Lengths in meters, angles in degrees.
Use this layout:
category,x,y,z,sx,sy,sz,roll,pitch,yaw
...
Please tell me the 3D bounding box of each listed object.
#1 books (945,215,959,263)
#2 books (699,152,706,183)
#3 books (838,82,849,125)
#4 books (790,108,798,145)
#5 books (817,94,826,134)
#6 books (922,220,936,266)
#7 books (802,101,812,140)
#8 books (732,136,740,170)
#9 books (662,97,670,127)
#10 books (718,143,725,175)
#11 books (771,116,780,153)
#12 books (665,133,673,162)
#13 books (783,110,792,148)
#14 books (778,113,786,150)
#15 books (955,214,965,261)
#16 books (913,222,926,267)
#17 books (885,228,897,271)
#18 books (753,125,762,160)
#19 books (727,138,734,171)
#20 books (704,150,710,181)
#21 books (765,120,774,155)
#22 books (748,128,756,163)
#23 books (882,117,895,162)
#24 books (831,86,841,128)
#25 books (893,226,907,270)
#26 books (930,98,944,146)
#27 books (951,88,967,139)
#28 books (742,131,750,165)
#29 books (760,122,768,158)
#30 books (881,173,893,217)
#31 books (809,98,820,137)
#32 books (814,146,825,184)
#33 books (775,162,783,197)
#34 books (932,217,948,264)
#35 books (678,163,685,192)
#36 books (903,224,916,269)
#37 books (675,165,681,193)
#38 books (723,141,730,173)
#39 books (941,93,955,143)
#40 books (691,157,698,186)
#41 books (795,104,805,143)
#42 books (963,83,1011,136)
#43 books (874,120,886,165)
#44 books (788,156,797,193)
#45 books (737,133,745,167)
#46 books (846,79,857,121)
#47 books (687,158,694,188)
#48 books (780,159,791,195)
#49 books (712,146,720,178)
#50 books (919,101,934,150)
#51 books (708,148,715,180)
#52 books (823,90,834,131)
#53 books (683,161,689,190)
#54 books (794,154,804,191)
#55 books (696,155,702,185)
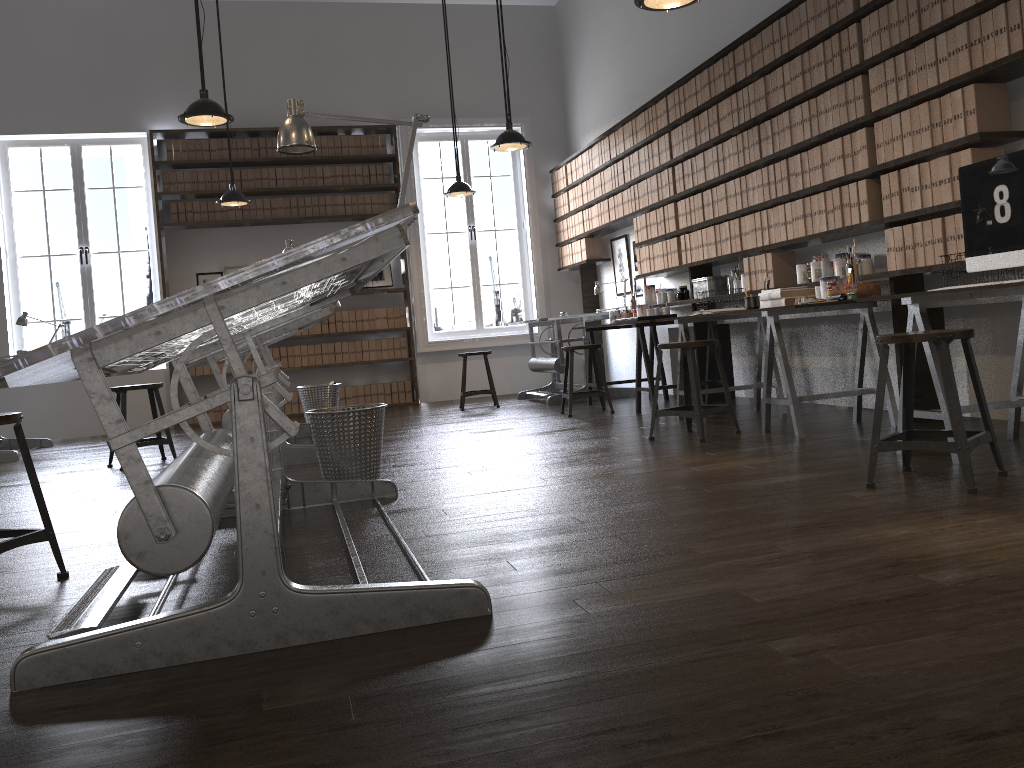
category,x,y,z,sx,sy,sz,roll,pitch,yaw
books,2.121,-0.676,4.128,0.175,0.225,0.066,-5,0,-14
books,1.458,-1.565,6.419,0.175,0.226,0.067,-5,0,-14
books,1.871,-1.516,4.806,0.175,0.226,0.067,-5,0,-14
books,1.756,-1.531,5.276,0.175,0.225,0.066,-5,0,-14
books,1.827,-1.523,5.009,0.174,0.225,0.066,-5,0,-14
books,2.084,-0.680,4.272,0.175,0.225,0.066,-5,0,-14
books,1.786,-1.527,5.144,0.175,0.226,0.067,-5,0,-14
books,1.578,-1.551,5.950,0.175,0.225,0.066,-5,0,-14
books,1.278,-2.131,6.940,0.175,0.225,0.066,-5,0,-14
books,1.531,-1.557,6.156,0.175,0.225,0.066,-5,0,-14
books,1.706,-1.537,5.475,0.174,0.225,0.066,-5,0,-14
books,1.301,-1.855,6.948,0.175,0.226,0.067,-5,0,-14
books,1.735,-1.532,5.339,0.175,0.226,0.067,-5,0,-14
books,1.724,-1.535,5.406,0.175,0.225,0.066,-5,0,-14
books,2.134,-0.674,4.058,0.174,0.225,0.066,-5,0,-14
books,2.065,-0.682,4.335,0.175,0.225,0.066,-5,0,-14
books,2.013,-0.688,4.536,0.174,0.225,0.066,-5,0,-14
books,1.648,-1.543,5.683,0.175,0.226,0.067,-5,0,-14
books,1.564,-1.553,6.021,0.174,0.225,0.066,-5,0,-14
books,1.479,-1.563,6.355,0.175,0.225,0.066,-5,0,-14
books,1.685,-1.539,5.542,0.174,0.225,0.066,-5,0,-14
books,1.635,-1.545,5.757,0.175,0.225,0.066,-5,0,-14
books,1.981,-1.237,4.488,0.175,0.225,0.066,-5,0,-14
books,1.855,-1.518,4.870,0.175,0.225,0.066,-5,0,-14
books,2.027,-0.686,4.465,0.175,0.225,0.066,-5,0,-14
books,2.066,-1.227,4.159,0.175,0.225,0.066,-5,0,-14
books,2.097,-1.223,4.020,0.174,0.225,0.066,-5,0,-14
books,1.616,-1.547,5.819,0.175,0.225,0.066,-5,0,-14
books,1.672,-1.541,5.612,0.175,0.225,0.066,-5,0,-14
books,1.992,-0.965,4.539,0.175,0.225,0.066,-5,0,-14
books,1.807,-1.525,5.076,0.175,0.225,0.066,-5,0,-14
books,1.829,-1.248,5.062,0.175,0.226,0.067,-5,0,-14
books,1.729,-1.261,5.480,0.175,0.225,0.066,-5,0,-14
books,2.097,-0.678,4.199,0.175,0.226,0.067,-5,0,-14
books,1.371,-1.575,6.763,0.175,0.226,0.067,-5,0,-14
books,2.045,-0.683,4.395,0.175,0.226,0.067,-5,0,-14
books,1.358,-1.578,6.836,0.175,0.225,0.066,-5,0,-14
books,1.550,-1.555,6.089,0.174,0.225,0.066,-5,0,-14
books,2.084,-1.225,4.090,0.174,0.225,0.066,-5,0,-14
books,1.430,-1.569,6.554,0.174,0.225,0.066,-5,0,-14
books,1.770,-1.529,5.214,0.175,0.225,0.066,-5,0,-14
books,2.120,-1.221,3.953,0.175,0.225,0.066,-5,0,-14
books,1.966,-1.239,4.556,0.174,0.225,0.066,-5,0,-14
books,1.766,-1.256,5.336,0.175,0.225,0.066,-5,0,-14
books,1.596,-1.548,5.880,0.175,0.226,0.067,-5,0,-14
books,1.891,-1.515,4.745,0.175,0.225,0.066,-5,0,-14
books,1.408,-1.571,6.622,0.174,0.225,0.066,-5,0,-14
books,1.742,-1.258,5.407,0.175,0.226,0.067,-5,0,-14
books,1.510,-1.559,6.223,0.175,0.226,0.067,-5,0,-14
books,2.044,-1.229,4.223,0.175,0.226,0.067,-5,0,-14
books,1.493,-1.561,6.294,0.175,0.225,0.066,-5,0,-14
books,1.840,-1.521,4.941,0.174,0.225,0.066,-5,0,-14
books,1.395,-1.573,6.692,0.175,0.225,0.066,-5,0,-14
books,1.779,-1.254,5.266,0.174,0.225,0.066,-5,0,-14
books,1.447,-1.567,6.486,0.175,0.225,0.066,-5,0,-14
